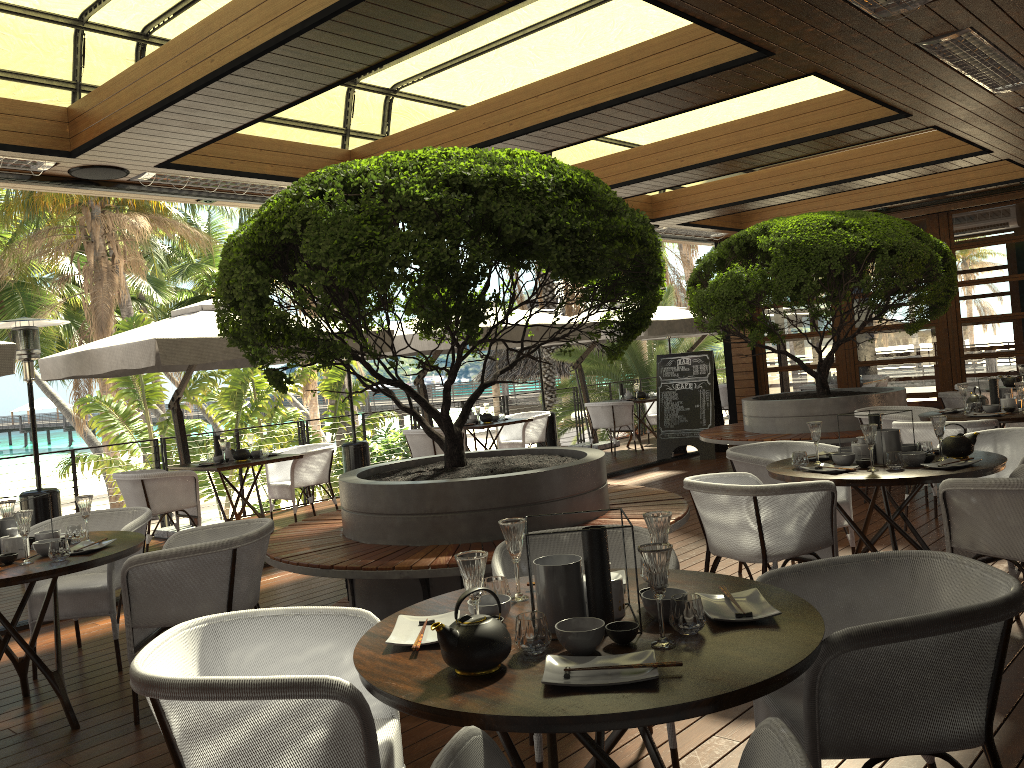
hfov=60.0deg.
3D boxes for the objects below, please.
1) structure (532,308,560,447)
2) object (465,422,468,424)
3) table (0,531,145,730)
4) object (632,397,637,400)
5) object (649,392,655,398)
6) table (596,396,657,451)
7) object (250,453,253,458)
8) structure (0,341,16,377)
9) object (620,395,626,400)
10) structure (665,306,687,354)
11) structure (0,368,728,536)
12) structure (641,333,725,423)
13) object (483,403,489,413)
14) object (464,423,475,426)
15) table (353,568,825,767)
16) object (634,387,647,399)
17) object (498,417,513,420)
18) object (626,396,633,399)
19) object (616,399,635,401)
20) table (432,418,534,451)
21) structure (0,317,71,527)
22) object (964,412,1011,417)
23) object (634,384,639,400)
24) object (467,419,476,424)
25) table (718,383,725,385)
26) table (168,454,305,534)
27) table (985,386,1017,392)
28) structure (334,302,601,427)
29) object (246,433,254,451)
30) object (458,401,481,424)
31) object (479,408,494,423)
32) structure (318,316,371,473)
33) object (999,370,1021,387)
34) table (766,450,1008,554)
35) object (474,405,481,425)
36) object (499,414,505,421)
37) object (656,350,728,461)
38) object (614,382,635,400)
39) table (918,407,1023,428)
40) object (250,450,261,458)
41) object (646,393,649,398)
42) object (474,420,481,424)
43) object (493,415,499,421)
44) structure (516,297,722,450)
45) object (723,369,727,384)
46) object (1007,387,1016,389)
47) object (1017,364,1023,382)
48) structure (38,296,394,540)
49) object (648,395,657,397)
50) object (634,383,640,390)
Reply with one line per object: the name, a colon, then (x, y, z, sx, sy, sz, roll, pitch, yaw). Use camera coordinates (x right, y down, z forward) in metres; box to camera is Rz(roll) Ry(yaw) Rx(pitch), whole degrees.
structure: (0.424, 0.029, 12.453, 0.699, 2.192, 0.700, -5, 0, 30)
object: (-0.588, 0.457, 10.879, 0.086, 0.086, 0.086, -6, 1, -43)
table: (-2.282, 1.167, 4.077, 1.167, 0.749, 1.165, -6, 1, -42)
object: (1.843, 0.217, 13.259, 0.080, 0.042, 0.080, -4, 1, 34)
object: (2.136, 0.163, 13.526, 0.086, 0.086, 0.086, -6, 1, -43)
table: (1.928, 0.601, 13.495, 0.931, 0.749, 0.932, -4, 1, 42)
object: (-2.545, 0.698, 8.654, 0.080, 0.042, 0.080, -5, 1, 4)
structure: (-5.014, 0.576, 5.999, 2.412, 2.332, 2.416, -4, 1, 42)
object: (1.673, 0.207, 13.383, 0.086, 0.086, 0.086, -6, 1, -43)
structure: (2.698, -0.223, 14.971, 0.699, 2.192, 0.700, -5, 0, 30)
structure: (-4.161, 1.199, 8.521, 0.163, 1.153, 26.291, -5, 1, 42)
structure: (4.023, -0.425, 16.006, 2.412, 2.332, 2.416, -4, 1, 42)
object: (-0.317, 0.353, 11.227, 0.082, 0.227, 0.082, -5, 0, 43)
object: (-0.560, 0.490, 10.673, 0.294, 0.025, 0.170, -4, 2, 42)
table: (0.216, 0.986, 2.266, 1.165, 0.749, 1.167, -4, 1, 45)
object: (1.950, 0.135, 13.395, 0.168, 0.179, 0.163, -4, 1, 40)
object: (-0.146, 0.442, 11.233, 0.294, 0.025, 0.170, -4, 2, 42)
object: (1.769, 0.210, 13.325, 0.116, 0.065, 0.116, -6, 1, -44)
object: (1.701, 0.240, 13.176, 0.294, 0.025, 0.170, -4, 2, 42)
table: (-0.337, 0.852, 10.986, 0.931, 0.749, 0.932, -4, 1, 42)
structure: (-4.038, 0.523, 7.512, 0.699, 2.192, 0.700, -5, 0, 30)
object: (3.488, 0.223, 6.482, 0.170, 0.025, 0.294, -6, 2, -44)
object: (1.855, 0.122, 13.181, 0.082, 0.227, 0.082, -5, 0, 43)
object: (-0.492, 0.461, 10.821, 0.116, 0.065, 0.116, -4, 1, 41)
table: (4.194, 0.350, 16.003, 0.931, 0.749, 0.932, -4, 1, 42)
table: (-2.603, 1.103, 8.477, 0.931, 0.749, 0.932, -4, 1, 42)
table: (5.438, 0.390, 8.898, 1.165, 0.749, 1.166, -5, 1, 11)
structure: (-0.496, 0.075, 11.002, 2.412, 2.332, 2.416, -4, 1, 42)
object: (-2.571, 0.602, 8.731, 0.082, 0.227, 0.082, -5, 0, 43)
object: (-0.535, 0.360, 11.092, 0.263, 0.264, 0.263, -5, 1, -3)
object: (-0.311, 0.386, 10.888, 0.163, 0.179, 0.168, -4, 1, 44)
structure: (-1.804, 0.275, 9.986, 0.699, 2.192, 0.700, -5, 0, 30)
object: (5.111, -0.051, 9.075, 0.163, 0.179, 0.168, -5, 1, -10)
table: (1.971, 0.782, 4.661, 1.165, 0.749, 1.167, -5, 1, 22)
object: (-0.406, 0.372, 10.677, 0.082, 0.227, 0.082, -5, 0, 31)
object: (-0.125, 0.414, 11.022, 0.086, 0.086, 0.086, -6, 1, -43)
object: (2.362, 0.275, 11.836, 0.768, 1.397, 0.772, -5, 0, 27)
object: (1.726, 0.109, 13.596, 0.263, 0.264, 0.263, -5, 1, -3)
table: (3.775, 0.580, 6.777, 1.165, 0.749, 1.166, -5, 1, 11)
object: (-2.471, 0.681, 8.588, 0.116, 0.065, 0.116, -4, 1, 41)
object: (2.044, 0.181, 13.588, 0.116, 0.065, 0.116, -6, 1, -44)
object: (-0.418, 0.467, 10.756, 0.080, 0.042, 0.080, -5, 1, 4)
object: (-0.217, 0.431, 11.084, 0.116, 0.065, 0.116, -4, 1, 41)
structure: (1.764, -0.175, 13.504, 2.412, 2.332, 2.416, -4, 1, 42)
object: (4.008, -0.143, 16.123, 0.263, 0.264, 0.263, -5, 1, -3)
object: (5.069, 0.037, 8.759, 0.170, 0.025, 0.294, -5, 1, -8)
object: (5.240, -0.090, 9.106, 0.082, 0.227, 0.082, -5, 0, -24)
structure: (-2.755, 0.325, 8.500, 2.412, 2.332, 2.416, -4, 1, 42)
object: (2.115, 0.192, 13.737, 0.294, 0.025, 0.170, -4, 2, 42)
object: (1.944, 0.102, 13.731, 0.082, 0.227, 0.082, -5, 0, 43)
